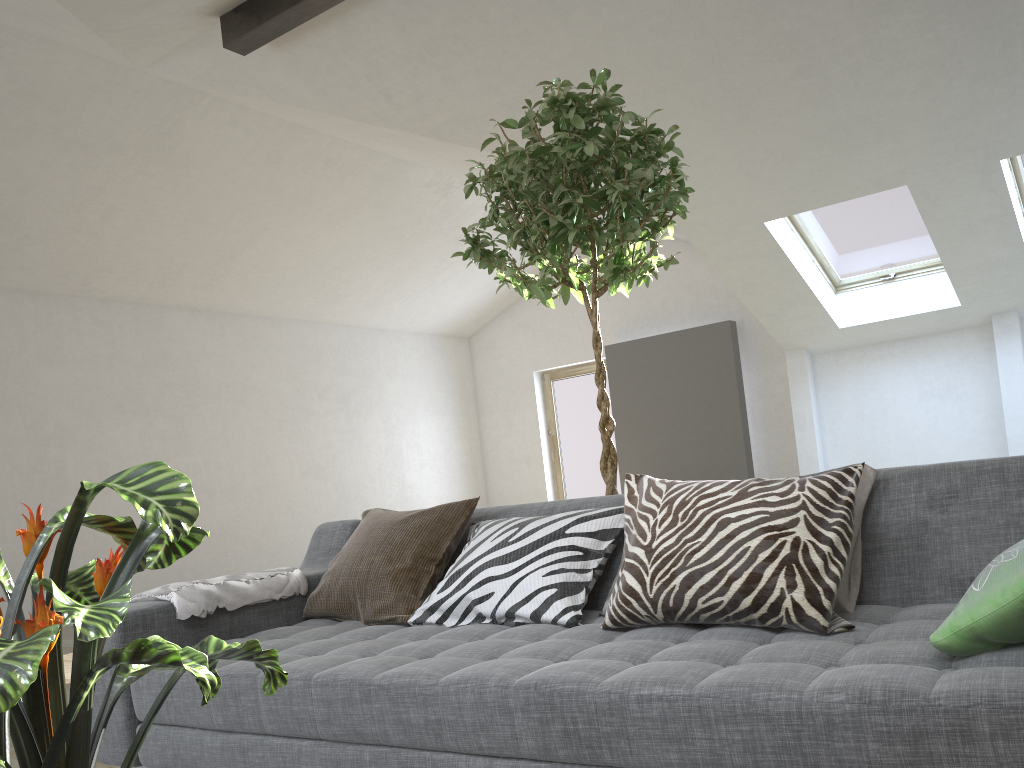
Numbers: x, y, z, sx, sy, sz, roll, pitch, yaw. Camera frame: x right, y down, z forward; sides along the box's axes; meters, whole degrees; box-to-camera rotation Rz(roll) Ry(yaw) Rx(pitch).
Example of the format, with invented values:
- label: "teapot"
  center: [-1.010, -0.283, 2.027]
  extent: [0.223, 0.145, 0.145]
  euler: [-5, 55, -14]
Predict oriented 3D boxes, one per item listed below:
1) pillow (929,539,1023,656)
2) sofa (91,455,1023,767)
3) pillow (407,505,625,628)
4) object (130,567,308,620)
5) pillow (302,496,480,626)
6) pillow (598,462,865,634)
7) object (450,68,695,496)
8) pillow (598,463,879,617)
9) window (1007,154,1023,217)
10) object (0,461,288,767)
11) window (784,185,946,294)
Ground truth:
- label: "pillow"
  center: [0.842, 0.301, 1.452]
  extent: [0.229, 0.260, 0.441]
  euler: [-9, -5, 36]
- label: "sofa"
  center: [0.157, 0.617, 2.075]
  extent: [2.477, 0.681, 1.022]
  euler: [-11, -6, 34]
- label: "pillow"
  center: [0.023, 0.484, 2.316]
  extent: [0.564, 0.282, 0.357]
  euler: [-10, -6, 34]
- label: "object"
  center: [-0.859, 0.768, 2.616]
  extent: [0.360, 0.417, 0.480]
  euler: [-9, -5, 37]
- label: "pillow"
  center: [-0.377, 0.535, 2.639]
  extent: [0.582, 0.337, 0.308]
  euler: [-11, -6, 44]
- label: "pillow"
  center: [0.451, 0.335, 1.867]
  extent: [0.561, 0.339, 0.280]
  euler: [-10, -5, 38]
- label: "object"
  center: [0.259, 0.022, 2.886]
  extent: [0.803, 2.014, 0.812]
  euler: [-7, -2, 13]
- label: "pillow"
  center: [0.500, 0.374, 2.047]
  extent: [0.646, 0.317, 0.262]
  euler: [-10, -5, 34]
- label: "window"
  center: [4.246, -1.469, 6.418]
  extent: [1.482, 0.726, 1.898]
  euler: [-10, -7, 34]
- label: "object"
  center: [-0.425, 0.347, 0.832]
  extent: [0.378, 0.524, 0.437]
  euler: [-7, -3, 9]
- label: "window"
  center: [2.941, -1.219, 7.302]
  extent: [1.482, 0.726, 1.898]
  euler: [-10, -7, 34]
